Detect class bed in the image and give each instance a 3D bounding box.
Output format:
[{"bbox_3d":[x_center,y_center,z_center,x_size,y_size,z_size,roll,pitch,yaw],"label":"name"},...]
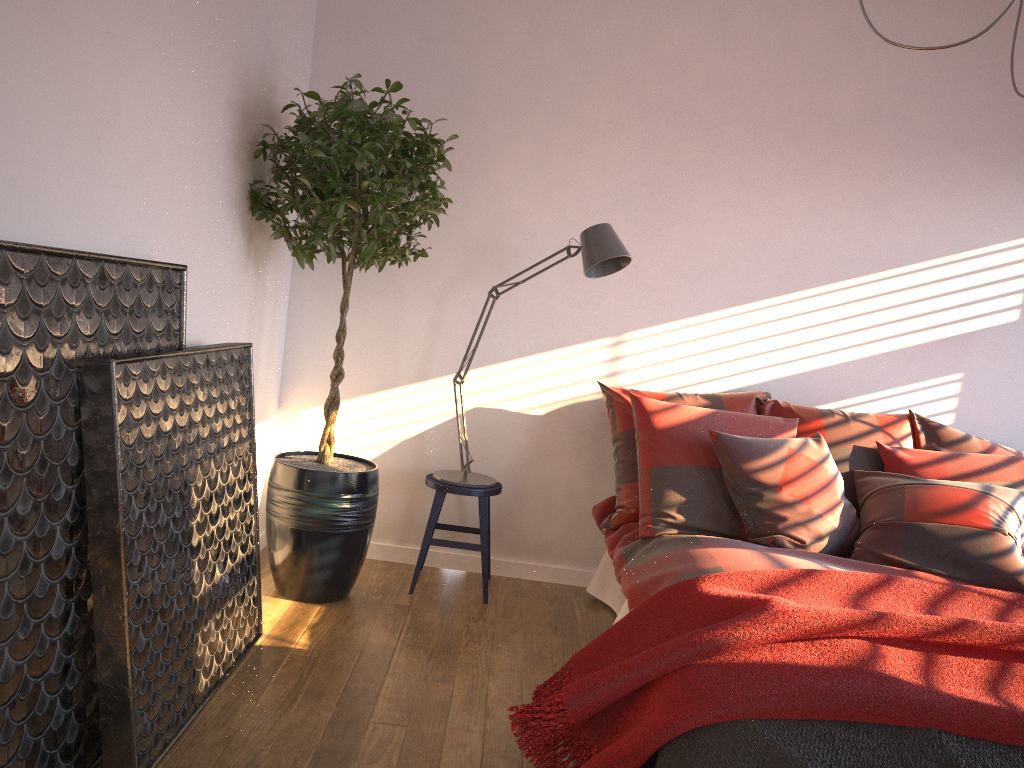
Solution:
[{"bbox_3d":[1.353,0.804,2.920,2.036,0.775,2.299,8,5,0],"label":"bed"}]

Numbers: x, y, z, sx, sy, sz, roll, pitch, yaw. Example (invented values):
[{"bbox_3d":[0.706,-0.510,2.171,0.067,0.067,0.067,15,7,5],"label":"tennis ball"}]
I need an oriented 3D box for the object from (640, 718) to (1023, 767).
[{"bbox_3d":[1.339,0.968,2.135,2.506,0.572,1.115,8,5,0],"label":"object"}]

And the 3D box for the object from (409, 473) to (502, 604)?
[{"bbox_3d":[-0.237,0.657,3.874,0.338,0.483,0.339,8,7,0],"label":"object"}]

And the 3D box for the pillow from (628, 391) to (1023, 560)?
[{"bbox_3d":[1.330,0.430,3.516,1.814,0.555,0.524,8,6,0],"label":"pillow"}]

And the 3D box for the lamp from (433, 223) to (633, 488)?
[{"bbox_3d":[0.057,-0.100,3.608,0.783,1.135,0.279,13,10,40],"label":"lamp"}]

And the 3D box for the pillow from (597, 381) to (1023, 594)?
[{"bbox_3d":[1.405,0.471,3.487,2.142,0.738,1.137,7,6,-2],"label":"pillow"}]

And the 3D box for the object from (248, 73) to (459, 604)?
[{"bbox_3d":[-0.708,-0.149,3.443,0.812,2.033,0.796,8,7,3],"label":"object"}]

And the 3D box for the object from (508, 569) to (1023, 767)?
[{"bbox_3d":[1.308,0.922,2.272,2.644,0.665,0.678,8,6,1],"label":"object"}]

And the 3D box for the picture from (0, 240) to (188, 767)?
[{"bbox_3d":[-1.025,0.330,1.994,0.172,1.261,1.240,8,6,0],"label":"picture"}]

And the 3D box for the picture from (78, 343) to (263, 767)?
[{"bbox_3d":[-0.921,0.414,2.542,0.210,1.034,1.018,8,6,0],"label":"picture"}]

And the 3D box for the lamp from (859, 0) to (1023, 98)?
[{"bbox_3d":[1.212,-1.128,1.473,1.101,1.086,1.239,8,6,0],"label":"lamp"}]
